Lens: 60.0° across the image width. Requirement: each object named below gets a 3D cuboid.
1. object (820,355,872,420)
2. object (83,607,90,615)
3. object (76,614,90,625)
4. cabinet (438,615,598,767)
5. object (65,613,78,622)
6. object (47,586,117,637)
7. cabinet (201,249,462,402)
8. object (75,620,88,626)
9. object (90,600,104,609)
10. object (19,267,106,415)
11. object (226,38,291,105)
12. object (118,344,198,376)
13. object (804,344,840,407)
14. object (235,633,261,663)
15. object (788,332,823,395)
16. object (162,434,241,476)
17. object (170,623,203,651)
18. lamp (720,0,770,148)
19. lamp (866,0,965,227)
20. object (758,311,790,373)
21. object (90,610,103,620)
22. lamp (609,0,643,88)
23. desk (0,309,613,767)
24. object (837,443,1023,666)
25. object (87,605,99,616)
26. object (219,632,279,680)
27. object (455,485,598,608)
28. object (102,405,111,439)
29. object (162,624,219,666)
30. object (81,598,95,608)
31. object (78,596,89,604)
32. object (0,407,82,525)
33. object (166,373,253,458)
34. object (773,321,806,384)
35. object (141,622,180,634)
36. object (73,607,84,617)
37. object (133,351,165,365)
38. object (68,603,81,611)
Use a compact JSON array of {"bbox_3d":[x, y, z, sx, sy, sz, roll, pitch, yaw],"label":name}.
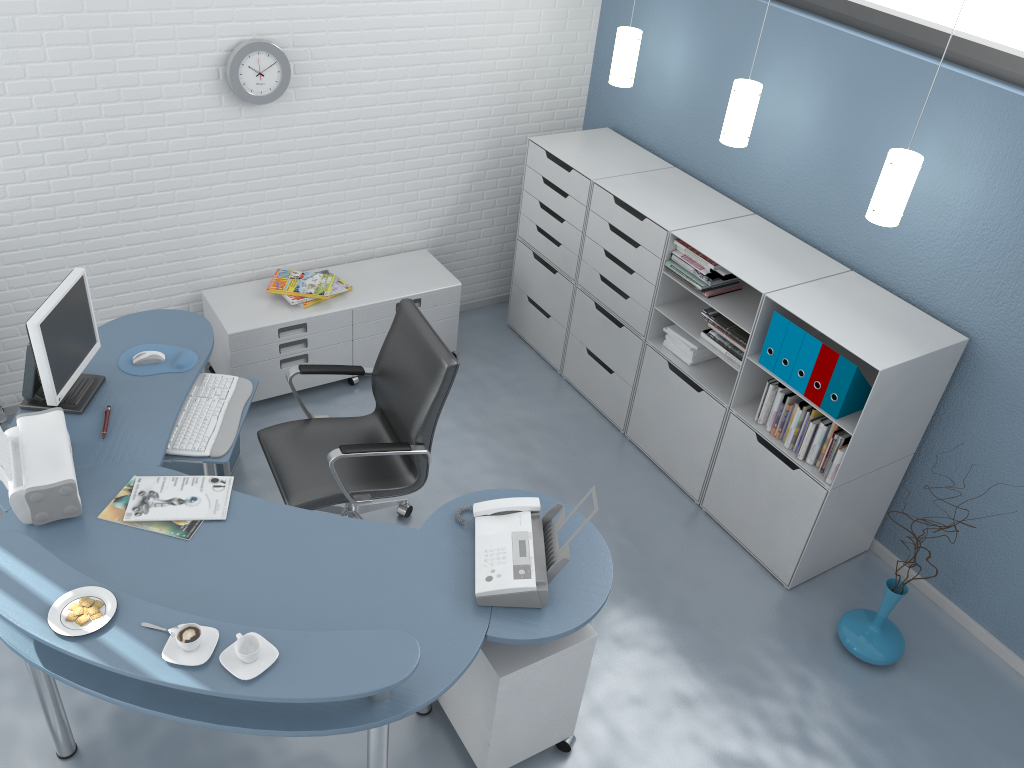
[{"bbox_3d":[1.291,-0.008,3.349,0.181,0.247,0.082,-16,41,-29],"label":"object"},{"bbox_3d":[-1.077,0.574,2.245,0.027,0.005,0.025,32,43,31],"label":"object"},{"bbox_3d":[-1.072,0.588,2.219,0.025,0.005,0.027,28,41,27],"label":"object"},{"bbox_3d":[-0.043,0.915,2.991,0.383,0.605,0.559,-14,41,-27],"label":"cabinet"},{"bbox_3d":[-1.103,0.585,2.225,0.027,0.005,0.025,8,36,1],"label":"object"},{"bbox_3d":[-1.083,0.576,2.240,0.162,0.011,0.162,11,36,5],"label":"object"},{"bbox_3d":[-0.910,-0.298,4.631,1.259,0.484,0.447,-16,42,-29],"label":"cabinet"},{"bbox_3d":[-1.075,0.593,2.219,0.025,0.005,0.027,23,38,21],"label":"object"},{"bbox_3d":[-1.059,0.563,2.263,0.027,0.005,0.025,20,37,17],"label":"object"},{"bbox_3d":[-1.572,-0.133,3.035,0.212,0.417,0.365,6,36,-2],"label":"object"},{"bbox_3d":[-1.118,-1.378,3.919,0.279,0.277,0.041,-16,41,-29],"label":"object"},{"bbox_3d":[-1.347,-0.107,3.375,0.285,0.026,0.213,-7,38,-19],"label":"object"},{"bbox_3d":[1.247,-0.053,3.404,0.181,0.247,0.082,-16,41,-29],"label":"object"},{"bbox_3d":[-0.645,0.649,2.174,0.062,0.049,0.078,-2,36,-12],"label":"object"},{"bbox_3d":[1.203,-0.098,3.459,0.181,0.247,0.082,-16,41,-29],"label":"object"},{"bbox_3d":[-1.464,0.185,3.914,0.471,0.422,0.199,7,36,-1],"label":"object"},{"bbox_3d":[-0.796,0.624,2.182,0.062,0.049,0.078,-24,46,-36],"label":"object"},{"bbox_3d":[1.046,-1.762,3.305,0.120,1.786,0.120,15,36,11],"label":"lamp"},{"bbox_3d":[1.467,-1.331,2.780,0.120,1.786,0.120,15,36,11],"label":"lamp"},{"bbox_3d":[1.115,-0.188,3.568,0.181,0.247,0.082,-16,41,-29],"label":"object"},{"bbox_3d":[-1.049,0.583,2.237,0.027,0.005,0.025,-25,46,-37],"label":"object"},{"bbox_3d":[0.624,-2.194,3.831,0.120,1.786,0.120,15,36,11],"label":"lamp"},{"bbox_3d":[-0.930,0.634,2.972,2.282,0.900,1.402,25,39,23],"label":"desk"},{"bbox_3d":[1.502,0.682,3.269,0.357,0.972,0.312,25,39,23],"label":"object"},{"bbox_3d":[-1.059,0.573,2.242,0.025,0.005,0.027,-23,45,-35],"label":"object"},{"bbox_3d":[-0.646,0.672,2.182,0.119,0.016,0.119,27,40,26],"label":"object"},{"bbox_3d":[0.033,0.420,2.665,0.399,0.280,0.405,4,36,-5],"label":"object"},{"bbox_3d":[-1.394,0.131,3.046,0.013,0.013,0.178,-4,37,-15],"label":"object"},{"bbox_3d":[-0.793,0.647,2.192,0.119,0.016,0.119,8,36,1],"label":"object"},{"bbox_3d":[-1.080,0.557,2.260,0.025,0.005,0.027,13,36,8],"label":"object"},{"bbox_3d":[-1.091,0.555,2.269,0.027,0.005,0.025,20,37,17],"label":"object"},{"bbox_3d":[-1.460,0.206,2.707,0.197,0.273,0.392,-12,40,-25],"label":"object"},{"bbox_3d":[-1.124,0.102,3.239,0.276,0.028,0.478,4,36,-4],"label":"object"},{"bbox_3d":[1.159,-0.143,3.513,0.181,0.247,0.082,-16,41,-29],"label":"object"},{"bbox_3d":[-0.877,0.610,2.221,0.119,0.021,0.025,13,36,9],"label":"object"},{"bbox_3d":[-1.093,0.573,2.235,0.025,0.005,0.027,-12,40,-25],"label":"object"},{"bbox_3d":[-1.374,-0.104,3.353,0.115,0.035,0.054,-9,38,-21],"label":"object"},{"bbox_3d":[-1.109,0.566,2.250,0.027,0.005,0.025,10,36,4],"label":"object"}]
